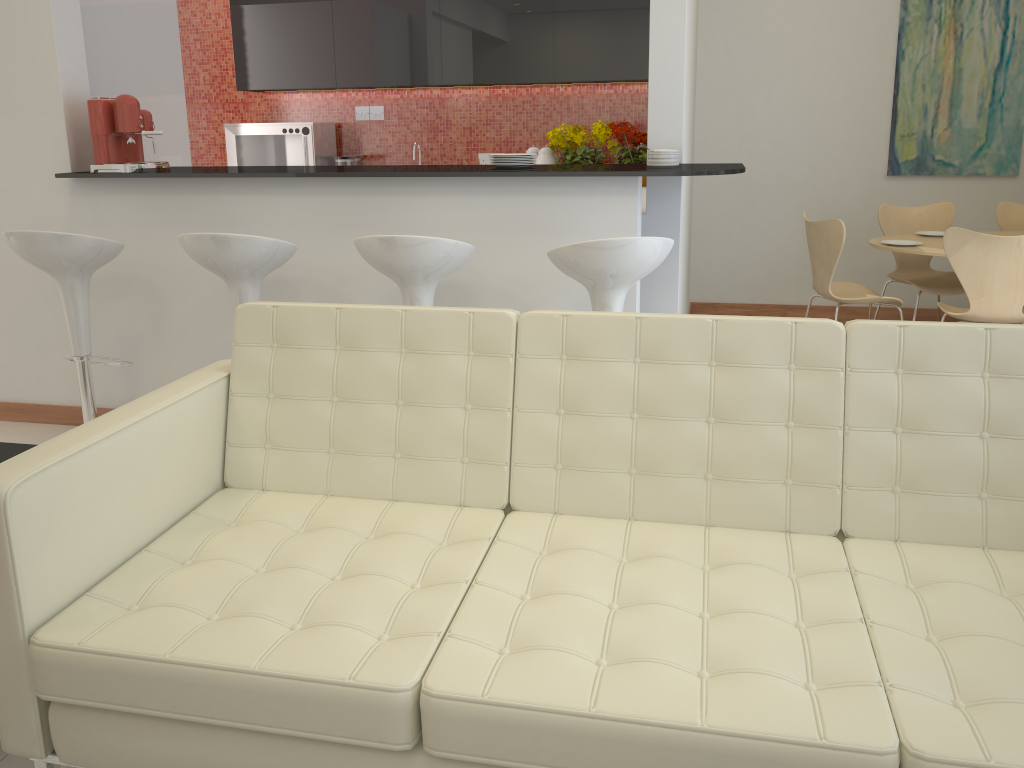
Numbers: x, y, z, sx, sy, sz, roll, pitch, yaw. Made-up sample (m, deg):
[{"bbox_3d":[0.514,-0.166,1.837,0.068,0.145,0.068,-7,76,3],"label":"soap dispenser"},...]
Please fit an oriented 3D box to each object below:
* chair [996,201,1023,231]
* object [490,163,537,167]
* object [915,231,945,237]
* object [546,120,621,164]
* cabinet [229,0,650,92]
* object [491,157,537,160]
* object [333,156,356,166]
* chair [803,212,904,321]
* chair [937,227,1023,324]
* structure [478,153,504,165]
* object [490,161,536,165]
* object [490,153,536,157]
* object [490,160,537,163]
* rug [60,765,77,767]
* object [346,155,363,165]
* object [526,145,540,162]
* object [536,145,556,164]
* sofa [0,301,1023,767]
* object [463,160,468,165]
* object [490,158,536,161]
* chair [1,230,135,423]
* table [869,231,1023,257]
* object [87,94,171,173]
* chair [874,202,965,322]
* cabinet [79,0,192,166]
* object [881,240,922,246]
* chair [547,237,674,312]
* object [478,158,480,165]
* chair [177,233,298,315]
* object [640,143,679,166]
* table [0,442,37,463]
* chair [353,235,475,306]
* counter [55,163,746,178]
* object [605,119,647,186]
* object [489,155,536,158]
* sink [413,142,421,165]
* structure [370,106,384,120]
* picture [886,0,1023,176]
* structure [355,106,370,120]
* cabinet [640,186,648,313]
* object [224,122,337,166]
[{"bbox_3d":[3.193,-0.626,5.333,0.522,0.895,0.522,3,14,16],"label":"chair"},{"bbox_3d":[0.005,-0.975,3.948,0.211,0.015,0.212,-11,19,-32],"label":"object"},{"bbox_3d":[2.518,-0.893,5.276,0.211,0.015,0.212,10,19,33],"label":"object"},{"bbox_3d":[0.492,-1.625,6.225,0.522,0.443,0.509,3,15,15],"label":"object"},{"bbox_3d":[-0.464,-2.501,6.424,3.244,0.651,0.356,3,14,12],"label":"cabinet"},{"bbox_3d":[0.005,-1.002,3.942,0.211,0.015,0.212,-11,19,-32],"label":"object"},{"bbox_3d":[-1.254,-1.601,6.659,0.172,0.213,0.174,8,17,30],"label":"object"},{"bbox_3d":[1.876,-0.486,4.913,0.516,0.895,0.528,-2,14,-3],"label":"chair"},{"bbox_3d":[2.359,-0.338,4.371,0.522,0.895,0.522,4,15,20],"label":"chair"},{"bbox_3d":[-0.158,-1.701,6.720,0.198,0.098,0.017,3,14,12],"label":"structure"},{"bbox_3d":[0.005,-0.981,3.947,0.211,0.015,0.212,-11,19,-32],"label":"object"},{"bbox_3d":[0.005,-1.015,3.939,0.211,0.015,0.212,-11,19,-32],"label":"object"},{"bbox_3d":[0.005,-0.988,3.945,0.211,0.015,0.212,-11,19,-32],"label":"object"},{"bbox_3d":[-0.023,1.148,0.896,3.329,0.004,2.476,3,16,14],"label":"rug"},{"bbox_3d":[-1.242,-1.667,6.889,0.172,0.213,0.174,8,17,30],"label":"object"},{"bbox_3d":[0.159,-1.600,6.468,0.160,0.279,0.161,-7,15,-25],"label":"object"},{"bbox_3d":[0.243,-1.554,6.300,0.160,0.279,0.161,-7,15,-25],"label":"object"},{"bbox_3d":[0.320,0.383,1.891,2.566,0.911,1.014,3,15,12],"label":"sofa"},{"bbox_3d":[-0.280,-1.539,6.423,0.164,0.175,0.011,6,15,26],"label":"object"},{"bbox_3d":[0.005,-0.995,3.944,0.211,0.015,0.212,-11,19,-32],"label":"object"},{"bbox_3d":[-1.846,-0.170,3.784,0.458,1.008,0.470,5,15,23],"label":"chair"},{"bbox_3d":[3.139,-0.401,4.862,2.263,0.720,1.297,3,16,13],"label":"table"},{"bbox_3d":[-1.676,-1.130,3.991,0.321,0.332,0.325,2,15,13],"label":"object"},{"bbox_3d":[2.527,-0.632,5.388,0.521,0.895,0.522,-3,14,-8],"label":"chair"},{"bbox_3d":[-2.808,-1.246,4.896,1.638,2.491,1.071,2,14,12],"label":"cabinet"},{"bbox_3d":[2.150,-0.776,4.889,0.211,0.015,0.212,10,19,33],"label":"object"},{"bbox_3d":[0.359,-0.063,3.301,0.457,1.008,0.471,-1,14,-1],"label":"chair"},{"bbox_3d":[-0.227,-1.551,6.457,0.009,0.193,0.141,-5,15,-17],"label":"object"},{"bbox_3d":[-1.071,-0.133,3.614,0.458,1.008,0.470,5,15,23],"label":"chair"},{"bbox_3d":[0.646,-1.010,3.885,0.173,0.096,0.142,1,15,5],"label":"object"},{"bbox_3d":[-1.509,0.523,2.405,0.701,0.417,0.929,3,16,12],"label":"table"},{"bbox_3d":[-0.357,-0.098,3.456,0.458,1.008,0.470,5,15,23],"label":"chair"},{"bbox_3d":[-0.493,-0.950,3.941,2.965,0.019,0.745,3,16,12],"label":"counter"},{"bbox_3d":[0.903,-1.606,6.137,0.503,0.443,0.529,-3,15,-7],"label":"object"},{"bbox_3d":[0.005,-1.008,3.940,0.211,0.015,0.212,-11,19,-32],"label":"object"},{"bbox_3d":[-0.719,-1.541,6.637,0.808,0.531,0.422,3,15,12],"label":"sink"},{"bbox_3d":[-1.043,-2.092,6.839,0.114,0.103,0.009,2,13,12],"label":"structure"},{"bbox_3d":[3.433,-2.125,5.785,1.739,1.488,0.020,3,13,12],"label":"picture"},{"bbox_3d":[-1.159,-2.097,6.862,0.114,0.103,0.013,2,13,12],"label":"structure"},{"bbox_3d":[-0.719,-0.737,5.765,3.336,0.972,2.528,3,16,12],"label":"cabinet"},{"bbox_3d":[-1.766,-1.760,6.792,0.722,0.464,0.441,3,15,12],"label":"object"}]
